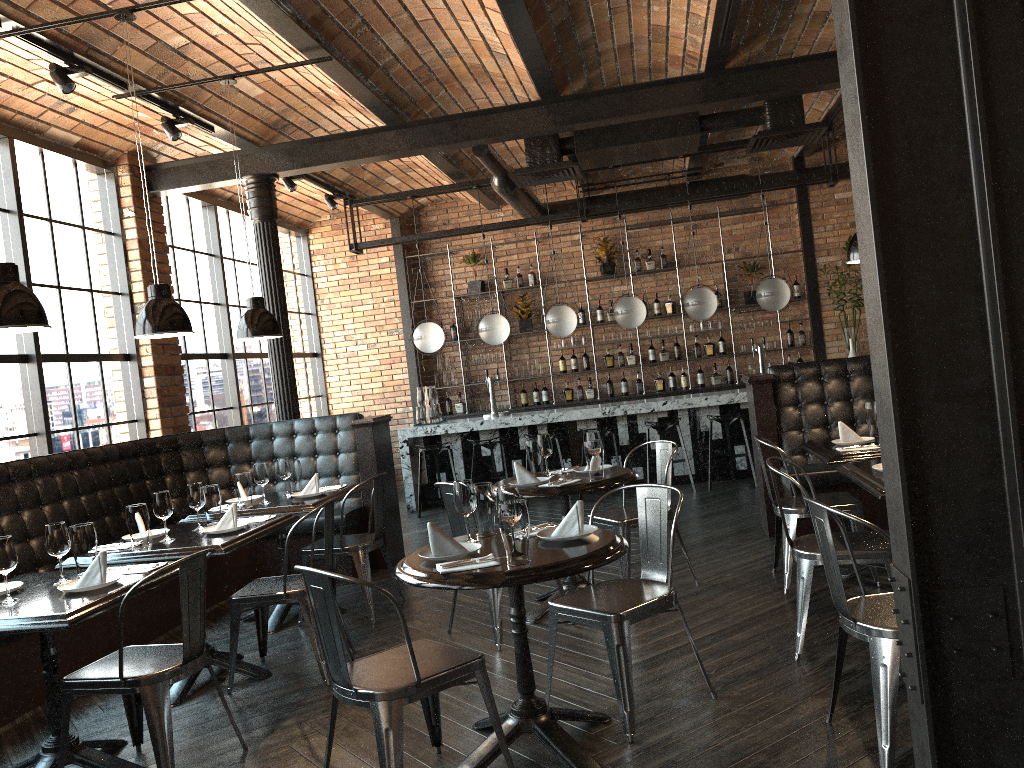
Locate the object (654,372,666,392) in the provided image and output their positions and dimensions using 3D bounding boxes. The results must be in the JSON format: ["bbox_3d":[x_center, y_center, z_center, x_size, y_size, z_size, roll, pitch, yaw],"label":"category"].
[{"bbox_3d":[1.851,-0.029,11.091,0.151,0.248,0.094,-6,1,18],"label":"object"}]

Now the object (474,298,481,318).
[{"bbox_3d":[-0.443,-0.970,11.337,0.092,0.244,0.092,-6,1,15],"label":"object"}]

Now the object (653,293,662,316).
[{"bbox_3d":[1.815,-0.992,11.093,0.086,0.298,0.086,-7,1,-32],"label":"object"}]

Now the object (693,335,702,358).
[{"bbox_3d":[2.295,-0.463,11.003,0.083,0.282,0.083,-7,1,-6],"label":"object"}]

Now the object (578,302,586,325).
[{"bbox_3d":[0.884,-0.884,11.231,0.086,0.298,0.086,-7,1,-32],"label":"object"}]

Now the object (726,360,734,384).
[{"bbox_3d":[2.686,-0.151,10.955,0.086,0.299,0.086,-7,1,-32],"label":"object"}]

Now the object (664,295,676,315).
[{"bbox_3d":[1.970,-0.983,11.036,0.151,0.248,0.094,-6,1,38],"label":"object"}]

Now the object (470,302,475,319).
[{"bbox_3d":[-0.525,-0.964,11.517,0.092,0.244,0.092,-6,1,15],"label":"object"}]

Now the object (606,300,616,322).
[{"bbox_3d":[1.248,-0.916,11.143,0.123,0.279,0.123,-7,1,-2],"label":"object"}]

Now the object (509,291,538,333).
[{"bbox_3d":[0.164,-0.916,11.305,0.430,0.526,0.425,-6,1,22],"label":"object"}]

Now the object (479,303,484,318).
[{"bbox_3d":[-0.417,-0.976,11.499,0.092,0.244,0.092,-6,1,15],"label":"object"}]

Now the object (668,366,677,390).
[{"bbox_3d":[2.001,-0.072,11.080,0.086,0.298,0.086,-7,1,-32],"label":"object"}]

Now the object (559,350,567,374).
[{"bbox_3d":[0.643,-0.283,11.285,0.086,0.299,0.086,-7,1,-32],"label":"object"}]

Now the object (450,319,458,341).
[{"bbox_3d":[-0.756,-0.699,11.494,0.086,0.299,0.086,-7,1,-32],"label":"object"}]

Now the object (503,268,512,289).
[{"bbox_3d":[-0.061,-1.344,11.354,0.123,0.279,0.123,-7,1,-2],"label":"object"}]

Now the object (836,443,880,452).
[{"bbox_3d":[1.895,0.340,4.807,0.255,0.019,0.157,-6,1,10],"label":"object"}]

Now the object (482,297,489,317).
[{"bbox_3d":[-0.346,-0.981,11.321,0.092,0.244,0.092,-6,1,15],"label":"object"}]

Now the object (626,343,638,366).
[{"bbox_3d":[1.503,-0.370,11.122,0.123,0.279,0.123,-6,1,23],"label":"object"}]

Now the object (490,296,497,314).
[{"bbox_3d":[-0.245,-0.993,11.304,0.092,0.244,0.092,-6,1,15],"label":"object"}]

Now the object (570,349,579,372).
[{"bbox_3d":[0.790,-0.301,11.286,0.086,0.298,0.086,-7,1,-32],"label":"object"}]

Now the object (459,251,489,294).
[{"bbox_3d":[-0.475,-1.435,11.443,0.377,0.554,0.422,-7,1,-3],"label":"object"}]

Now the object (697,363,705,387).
[{"bbox_3d":[2.343,-0.112,11.016,0.086,0.298,0.086,-7,1,-32],"label":"object"}]

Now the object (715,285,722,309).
[{"bbox_3d":[2.537,-1.074,10.944,0.086,0.297,0.086,-7,1,-32],"label":"object"}]

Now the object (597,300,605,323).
[{"bbox_3d":[1.112,-0.911,11.186,0.086,0.298,0.086,-7,1,-32],"label":"object"}]

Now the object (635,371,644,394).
[{"bbox_3d":[1.593,-0.018,11.134,0.083,0.282,0.083,-7,1,-6],"label":"object"}]

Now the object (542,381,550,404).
[{"bbox_3d":[0.425,0.107,11.336,0.086,0.298,0.086,-7,1,-32],"label":"object"}]

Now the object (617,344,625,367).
[{"bbox_3d":[1.369,-0.358,11.158,0.083,0.282,0.083,-7,1,9],"label":"object"}]

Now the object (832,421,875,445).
[{"bbox_3d":[1.941,0.275,5.058,0.232,0.139,0.232,-7,1,-32],"label":"object"}]

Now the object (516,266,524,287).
[{"bbox_3d":[0.093,-1.364,11.327,0.083,0.282,0.083,-7,1,-6],"label":"object"}]

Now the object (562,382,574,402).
[{"bbox_3d":[0.713,0.101,11.281,0.151,0.248,0.094,-7,1,-2],"label":"object"}]

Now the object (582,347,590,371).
[{"bbox_3d":[0.934,-0.316,11.233,0.086,0.297,0.086,-7,1,-32],"label":"object"}]

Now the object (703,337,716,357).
[{"bbox_3d":[2.447,-0.463,10.978,0.151,0.248,0.094,-6,1,18],"label":"object"}]

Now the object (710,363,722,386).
[{"bbox_3d":[2.519,-0.120,10.966,0.123,0.279,0.123,-7,1,-2],"label":"object"}]

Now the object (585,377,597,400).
[{"bbox_3d":[0.996,0.053,11.220,0.123,0.279,0.123,-6,1,23],"label":"object"}]

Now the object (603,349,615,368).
[{"bbox_3d":[1.220,-0.323,11.183,0.151,0.248,0.094,-7,1,-2],"label":"object"}]

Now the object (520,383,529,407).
[{"bbox_3d":[0.155,0.139,11.380,0.086,0.299,0.086,-7,1,-32],"label":"object"}]

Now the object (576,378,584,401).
[{"bbox_3d":[0.862,0.066,11.256,0.083,0.282,0.083,-7,1,9],"label":"object"}]

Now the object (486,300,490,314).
[{"bbox_3d":[-0.320,-0.987,11.483,0.092,0.244,0.092,-6,1,15],"label":"object"}]

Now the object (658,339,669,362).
[{"bbox_3d":[1.890,-0.415,11.057,0.123,0.279,0.123,-7,1,-2],"label":"object"}]

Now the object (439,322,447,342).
[{"bbox_3d":[-0.909,-0.670,11.502,0.123,0.279,0.123,-7,1,-2],"label":"object"}]

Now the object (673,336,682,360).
[{"bbox_3d":[2.057,-0.445,11.046,0.086,0.299,0.086,-7,1,-32],"label":"object"}]

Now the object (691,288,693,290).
[{"bbox_3d":[2.246,-1.040,10.996,0.086,0.299,0.086,-7,1,-32],"label":"object"}]

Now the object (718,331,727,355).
[{"bbox_3d":[2.598,-0.505,10.966,0.086,0.298,0.086,-7,1,-32],"label":"object"}]

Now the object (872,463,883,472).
[{"bbox_3d":[1.730,0.320,3.967,0.232,0.139,0.232,-7,1,-6],"label":"object"}]

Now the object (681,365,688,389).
[{"bbox_3d":[2.142,-0.087,11.042,0.080,0.299,0.080,-6,1,12],"label":"object"}]

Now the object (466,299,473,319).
[{"bbox_3d":[-0.551,-0.958,11.355,0.092,0.244,0.092,-6,1,15],"label":"object"}]

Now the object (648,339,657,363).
[{"bbox_3d":[1.753,-0.410,11.101,0.086,0.298,0.086,-7,1,-32],"label":"object"}]

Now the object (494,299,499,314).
[{"bbox_3d":[-0.218,-0.999,11.466,0.092,0.244,0.092,-6,1,15],"label":"object"}]

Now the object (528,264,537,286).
[{"bbox_3d":[0.256,-1.382,11.300,0.083,0.282,0.083,-6,1,24],"label":"object"}]

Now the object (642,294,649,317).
[{"bbox_3d":[1.649,-0.973,11.093,0.086,0.299,0.086,-7,1,-32],"label":"object"}]

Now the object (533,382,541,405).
[{"bbox_3d":[0.313,0.119,11.379,0.086,0.298,0.086,-7,1,-32],"label":"object"}]
